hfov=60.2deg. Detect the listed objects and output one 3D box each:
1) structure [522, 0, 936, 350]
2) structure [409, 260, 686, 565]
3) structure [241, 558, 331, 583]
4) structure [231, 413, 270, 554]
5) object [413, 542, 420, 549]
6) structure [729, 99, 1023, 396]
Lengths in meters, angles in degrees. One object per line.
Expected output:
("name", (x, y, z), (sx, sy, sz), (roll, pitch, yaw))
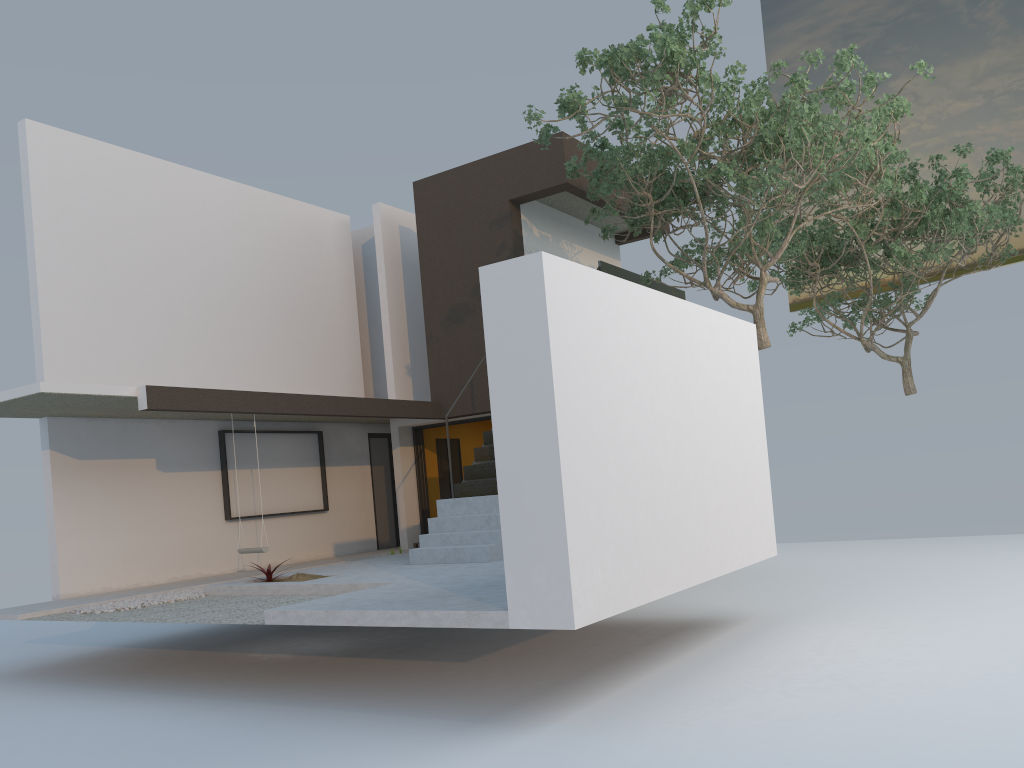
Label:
("structure", (2.798, -2.259, 10.935), (4.343, 3.689, 5.763), (-6, -5, 13))
("structure", (0.901, 0.260, 12.862), (1.164, 3.933, 6.547), (-6, -5, 33))
("structure", (-2.566, 2.125, 9.902), (1.210, 0.291, 0.746), (-9, -7, 33))
("structure", (-3.322, 1.197, 11.109), (0.464, 1.862, 0.128), (-6, -2, 33))
("object", (-1.234, 2.627, 14.462), (0.707, 0.100, 0.350), (-9, -8, 33))
("structure", (6.883, -2.119, 16.126), (5.520, 4.688, 7.324), (-6, -5, 13))
